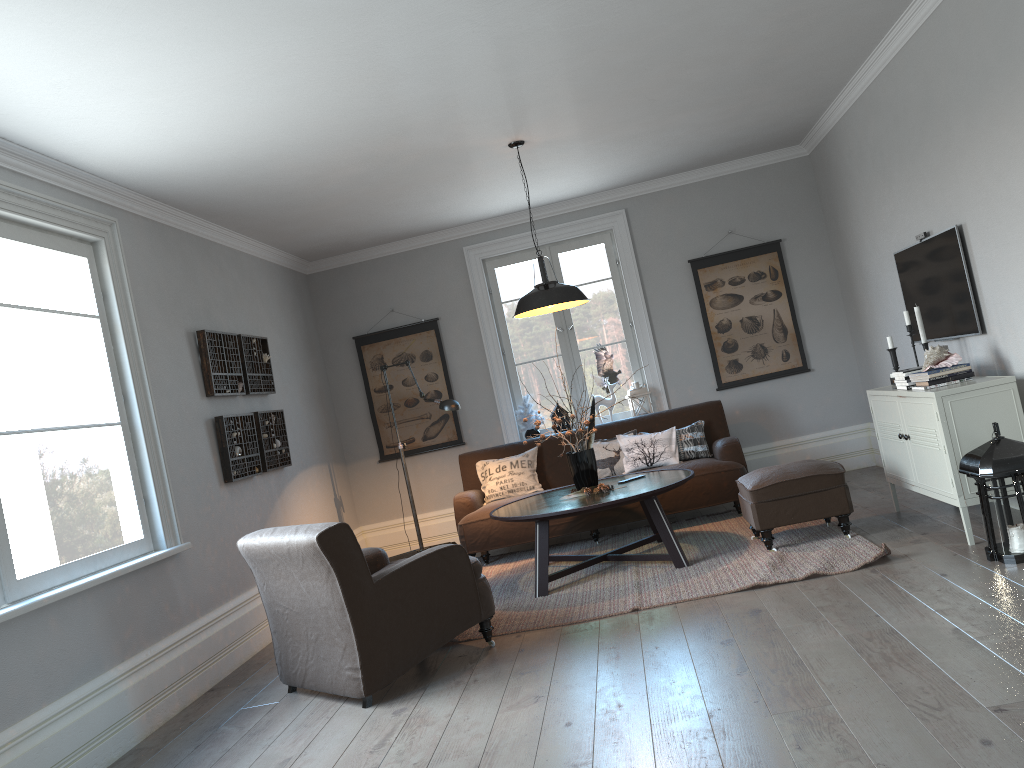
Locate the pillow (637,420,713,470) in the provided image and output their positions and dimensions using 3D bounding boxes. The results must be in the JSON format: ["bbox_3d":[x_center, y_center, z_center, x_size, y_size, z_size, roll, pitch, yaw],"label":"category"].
[{"bbox_3d":[1.248,0.466,6.815,0.542,0.288,0.183,-12,-2,7],"label":"pillow"}]

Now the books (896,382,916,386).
[{"bbox_3d":[2.264,-0.025,4.863,0.253,0.016,0.200,-12,-1,4],"label":"books"}]

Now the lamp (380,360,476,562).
[{"bbox_3d":[-0.875,0.674,6.981,1.862,1.645,0.797,-14,-2,44],"label":"lamp"}]

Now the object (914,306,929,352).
[{"bbox_3d":[2.353,-0.238,5.057,0.066,0.457,0.066,-11,-2,-26],"label":"object"}]

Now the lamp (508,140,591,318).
[{"bbox_3d":[0.136,-0.996,5.603,0.504,1.076,0.503,-11,-2,-36],"label":"lamp"}]

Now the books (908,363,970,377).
[{"bbox_3d":[2.231,-0.073,4.637,0.235,0.014,0.184,-12,-1,-6],"label":"books"}]

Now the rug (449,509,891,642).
[{"bbox_3d":[0.620,1.105,5.575,2.818,0.090,2.400,-12,-1,7],"label":"rug"}]

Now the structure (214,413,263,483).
[{"bbox_3d":[-1.743,0.401,5.684,0.086,0.416,0.468,-12,-1,6],"label":"structure"}]

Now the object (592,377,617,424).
[{"bbox_3d":[0.801,0.152,7.476,0.239,0.410,0.128,-12,-2,3],"label":"object"}]

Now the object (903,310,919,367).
[{"bbox_3d":[2.266,-0.209,5.002,0.092,0.431,0.092,-11,-2,-34],"label":"object"}]

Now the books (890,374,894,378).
[{"bbox_3d":[2.384,-0.074,5.277,0.161,0.024,0.199,-11,-2,-39],"label":"books"}]

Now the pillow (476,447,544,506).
[{"bbox_3d":[-0.018,0.727,6.958,0.519,0.369,0.240,-12,-2,6],"label":"pillow"}]

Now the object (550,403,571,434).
[{"bbox_3d":[0.414,0.303,7.599,0.155,0.284,0.155,-12,-2,-4],"label":"object"}]

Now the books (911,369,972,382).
[{"bbox_3d":[2.241,-0.043,4.636,0.235,0.014,0.184,-12,-1,-4],"label":"books"}]

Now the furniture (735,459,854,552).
[{"bbox_3d":[1.647,0.691,5.171,0.583,0.440,0.574,-12,-1,6],"label":"furniture"}]

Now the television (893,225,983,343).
[{"bbox_3d":[2.532,-0.583,5.312,0.041,0.657,1.063,-12,-1,6],"label":"television"}]

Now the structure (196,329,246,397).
[{"bbox_3d":[-1.872,-0.126,5.694,0.099,0.416,0.468,-12,-1,6],"label":"structure"}]

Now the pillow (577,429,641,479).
[{"bbox_3d":[0.764,0.568,6.831,0.472,0.348,0.159,-12,-2,4],"label":"pillow"}]

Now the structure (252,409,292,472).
[{"bbox_3d":[-1.684,0.393,6.230,0.086,0.416,0.468,-12,-1,6],"label":"structure"}]

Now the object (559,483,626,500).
[{"bbox_3d":[0.493,0.648,5.464,0.403,0.067,0.153,-13,-1,24],"label":"object"}]

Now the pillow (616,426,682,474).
[{"bbox_3d":[1.037,0.497,6.725,0.471,0.309,0.188,-12,-2,7],"label":"pillow"}]

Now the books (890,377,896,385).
[{"bbox_3d":[2.395,-0.040,5.250,0.218,0.049,0.276,-12,-1,6],"label":"books"}]

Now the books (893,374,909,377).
[{"bbox_3d":[2.258,-0.072,4.867,0.265,0.010,0.196,-12,-1,6],"label":"books"}]

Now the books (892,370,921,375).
[{"bbox_3d":[2.252,-0.080,4.869,0.260,0.010,0.196,-12,-1,4],"label":"books"}]

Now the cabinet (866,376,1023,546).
[{"bbox_3d":[2.356,0.371,4.828,0.408,0.757,1.152,-12,-1,6],"label":"cabinet"}]

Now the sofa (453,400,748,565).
[{"bbox_3d":[0.653,0.749,6.774,2.165,0.825,0.968,-12,-1,6],"label":"sofa"}]

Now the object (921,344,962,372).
[{"bbox_3d":[2.222,-0.142,4.646,0.194,0.127,0.192,-12,-1,-1],"label":"object"}]

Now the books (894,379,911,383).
[{"bbox_3d":[2.270,-0.042,4.872,0.271,0.016,0.222,-12,-1,6],"label":"books"}]

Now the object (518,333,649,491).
[{"bbox_3d":[0.477,0.136,5.495,0.853,1.066,0.525,-12,-2,-23],"label":"object"}]

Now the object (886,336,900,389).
[{"bbox_3d":[2.198,-0.129,5.093,0.083,0.311,0.082,-12,-2,-16],"label":"object"}]

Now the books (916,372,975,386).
[{"bbox_3d":[2.259,-0.026,4.635,0.238,0.027,0.175,-12,-1,3],"label":"books"}]

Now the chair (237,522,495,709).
[{"bbox_3d":[-0.656,0.992,4.310,0.970,0.795,0.806,-11,-2,-43],"label":"chair"}]

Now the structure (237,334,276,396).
[{"bbox_3d":[-1.790,-0.133,6.225,0.105,0.416,0.468,-12,-1,6],"label":"structure"}]

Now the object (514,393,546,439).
[{"bbox_3d":[0.134,0.292,7.623,0.262,0.424,0.248,-14,-2,42],"label":"object"}]

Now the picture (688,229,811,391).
[{"bbox_3d":[1.975,-0.663,7.477,0.793,1.313,0.057,-12,-2,6],"label":"picture"}]

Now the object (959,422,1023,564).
[{"bbox_3d":[2.215,0.463,3.944,0.323,0.599,0.323,-12,-2,6],"label":"object"}]

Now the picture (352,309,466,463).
[{"bbox_3d":[-0.926,-0.029,7.798,0.793,1.313,0.057,-12,-2,6],"label":"picture"}]

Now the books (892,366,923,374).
[{"bbox_3d":[2.253,-0.090,4.876,0.263,0.008,0.212,-12,-1,8],"label":"books"}]

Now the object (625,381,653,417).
[{"bbox_3d":[1.076,0.138,7.504,0.193,0.322,0.193,-12,-2,0],"label":"object"}]

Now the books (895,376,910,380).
[{"bbox_3d":[2.257,-0.057,4.870,0.251,0.019,0.200,-12,-1,8],"label":"books"}]

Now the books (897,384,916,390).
[{"bbox_3d":[2.277,-0.008,4.869,0.271,0.022,0.200,-12,-1,8],"label":"books"}]

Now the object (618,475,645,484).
[{"bbox_3d":[0.775,0.616,5.749,0.207,0.011,0.051,-11,-2,-34],"label":"object"}]

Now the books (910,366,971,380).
[{"bbox_3d":[2.234,-0.057,4.631,0.235,0.017,0.184,-12,-1,-6],"label":"books"}]

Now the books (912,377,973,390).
[{"bbox_3d":[2.248,-0.002,4.644,0.243,0.014,0.196,-12,-1,6],"label":"books"}]

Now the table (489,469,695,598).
[{"bbox_3d":[0.546,0.921,5.548,1.300,0.503,1.299,-12,-1,-1],"label":"table"}]
